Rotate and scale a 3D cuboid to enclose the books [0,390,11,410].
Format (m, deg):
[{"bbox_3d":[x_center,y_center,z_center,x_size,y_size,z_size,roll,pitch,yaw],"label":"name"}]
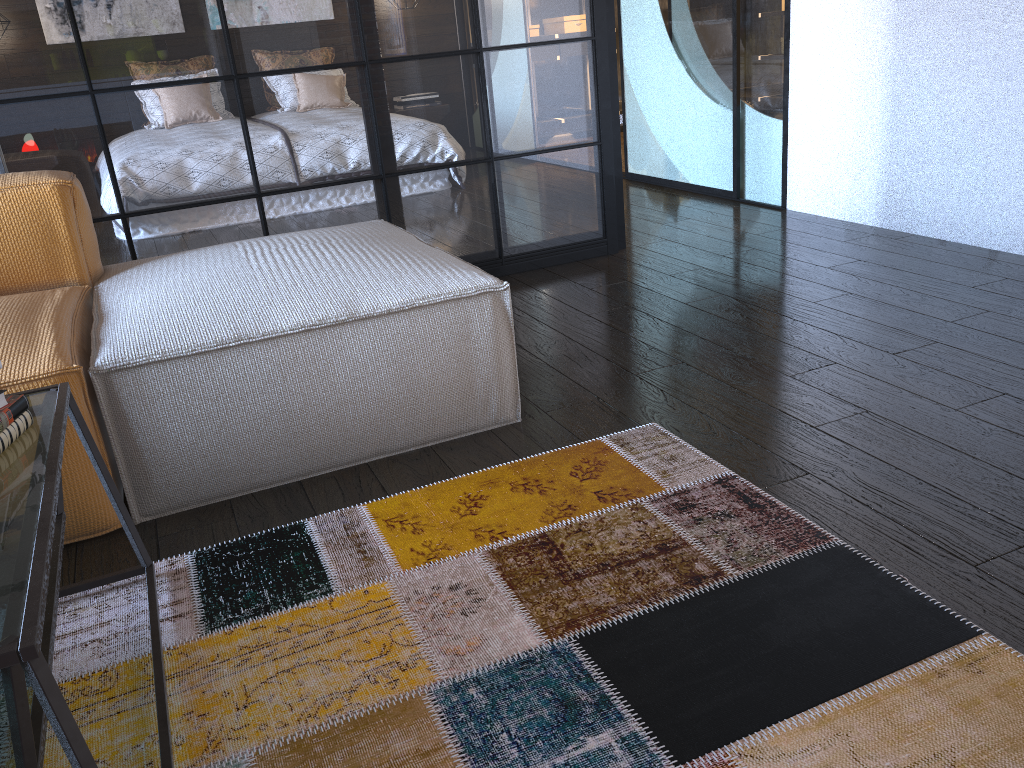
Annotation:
[{"bbox_3d":[-0.801,0.064,1.122,0.190,0.023,0.239,-1,22,12],"label":"books"}]

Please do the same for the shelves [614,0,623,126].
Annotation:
[{"bbox_3d":[1.647,-2.714,5.894,2.654,2.133,4.052,-14,23,-20],"label":"shelves"}]

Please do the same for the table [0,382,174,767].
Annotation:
[{"bbox_3d":[-0.888,0.376,1.031,0.848,0.389,0.841,-14,23,-20],"label":"table"}]

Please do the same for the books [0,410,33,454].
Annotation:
[{"bbox_3d":[-0.773,0.103,1.137,0.209,0.024,0.247,-7,21,-2],"label":"books"}]

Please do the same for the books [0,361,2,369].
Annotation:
[{"bbox_3d":[-0.784,0.031,1.108,0.196,0.014,0.267,-10,22,-9],"label":"books"}]

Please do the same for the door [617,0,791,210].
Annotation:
[{"bbox_3d":[0.346,-2.524,5.328,0.138,2.599,4.178,-14,23,-20],"label":"door"}]

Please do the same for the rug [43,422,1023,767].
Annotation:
[{"bbox_3d":[-0.469,0.566,1.013,2.363,0.013,1.429,-14,23,-20],"label":"rug"}]

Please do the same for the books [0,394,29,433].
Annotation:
[{"bbox_3d":[-0.776,0.081,1.130,0.209,0.023,0.251,-7,21,-2],"label":"books"}]

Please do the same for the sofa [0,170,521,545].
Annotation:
[{"bbox_3d":[-1.419,0.208,1.294,3.299,0.699,2.532,-14,23,-20],"label":"sofa"}]
